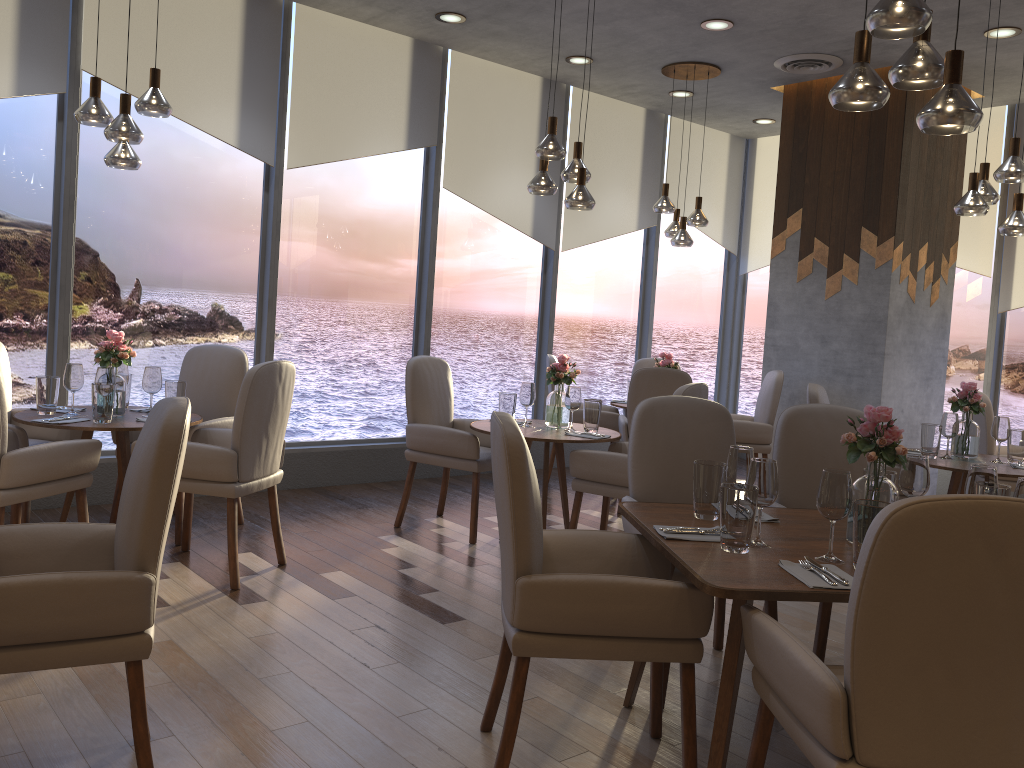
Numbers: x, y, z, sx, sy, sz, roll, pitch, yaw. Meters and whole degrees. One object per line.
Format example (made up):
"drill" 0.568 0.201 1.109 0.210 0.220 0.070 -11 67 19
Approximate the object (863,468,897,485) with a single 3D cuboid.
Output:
"object" 1.191 0.370 2.884 0.102 0.178 0.102 4 3 9

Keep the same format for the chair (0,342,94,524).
"chair" -2.485 0.272 4.390 0.600 0.999 0.529 4 3 12

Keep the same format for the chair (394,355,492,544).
"chair" -0.319 0.353 5.202 0.600 0.999 0.528 5 3 30

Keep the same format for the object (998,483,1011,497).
"object" 1.484 0.399 2.751 0.102 0.178 0.102 4 3 7

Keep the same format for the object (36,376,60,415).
"object" -2.188 0.054 4.172 0.102 0.178 0.102 3 3 -10

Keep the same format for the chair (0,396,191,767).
"chair" -1.138 0.526 2.196 0.599 0.999 0.529 2 3 -26

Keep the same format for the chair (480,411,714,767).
"chair" 0.208 0.592 2.489 0.599 0.999 0.529 4 3 -4

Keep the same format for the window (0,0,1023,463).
"window" 1.943 -0.844 5.115 16.123 3.194 8.073 4 4 5

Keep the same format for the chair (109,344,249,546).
"chair" -1.774 0.287 4.806 0.528 0.999 0.600 5 3 16

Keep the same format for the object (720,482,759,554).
"object" 0.616 0.367 2.423 0.102 0.178 0.102 4 3 1

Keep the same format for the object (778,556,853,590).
"object" 0.775 0.472 2.237 0.157 0.019 0.255 3 4 -6

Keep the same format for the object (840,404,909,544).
"object" 1.062 0.267 2.609 0.198 0.415 0.210 4 3 7

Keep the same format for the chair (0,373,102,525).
"chair" -2.124 0.348 3.699 0.528 0.999 0.600 5 3 16

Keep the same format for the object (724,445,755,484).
"object" 0.700 0.316 2.736 0.092 0.244 0.092 2 3 -27

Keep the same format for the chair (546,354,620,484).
"chair" 0.530 0.292 6.753 0.600 0.999 0.529 4 3 3

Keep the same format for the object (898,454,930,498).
"object" 1.268 0.348 2.804 0.092 0.244 0.092 4 3 12

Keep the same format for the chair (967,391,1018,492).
"chair" 3.178 0.550 5.640 0.600 0.999 0.529 4 3 10

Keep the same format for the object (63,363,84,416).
"object" -2.085 0.025 4.213 0.092 0.244 0.092 6 3 34

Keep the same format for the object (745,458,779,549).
"object" 0.700 0.334 2.494 0.092 0.244 0.092 3 3 -25

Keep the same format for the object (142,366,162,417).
"object" -1.759 0.038 4.327 0.092 0.244 0.092 6 4 44

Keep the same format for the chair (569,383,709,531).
"chair" 0.660 0.464 4.584 0.600 0.999 0.528 6 3 31

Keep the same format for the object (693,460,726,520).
"object" 0.623 0.338 2.816 0.102 0.178 0.102 4 3 9

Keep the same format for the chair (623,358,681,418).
"chair" 1.168 0.294 7.274 0.528 0.999 0.600 4 3 7

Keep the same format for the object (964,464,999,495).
"object" 1.411 0.368 2.671 0.092 0.244 0.092 5 3 16

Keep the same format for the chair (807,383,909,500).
"chair" 1.933 0.519 4.968 0.600 0.999 0.528 5 3 26

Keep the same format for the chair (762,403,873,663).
"chair" 1.240 0.600 3.292 0.528 0.999 0.601 4 3 -4

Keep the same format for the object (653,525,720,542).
"object" 0.549 0.431 2.580 0.255 0.019 0.158 3 4 -5

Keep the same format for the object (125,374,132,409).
"object" -2.005 0.038 4.544 0.102 0.178 0.102 7 4 44

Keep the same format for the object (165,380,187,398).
"object" -1.657 0.075 4.363 0.102 0.178 0.102 2 4 -35

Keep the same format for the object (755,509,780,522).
"object" 0.769 0.422 2.889 0.157 0.019 0.255 3 4 -7

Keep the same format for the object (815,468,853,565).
"object" 0.862 0.354 2.378 0.092 0.244 0.092 6 4 42

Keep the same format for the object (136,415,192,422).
"object" -1.666 0.166 4.200 0.255 0.019 0.157 5 5 19

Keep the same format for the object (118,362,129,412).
"object" -1.968 0.016 4.439 0.092 0.244 0.092 4 3 15

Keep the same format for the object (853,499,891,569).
"object" 0.934 0.397 2.299 0.102 0.178 0.102 4 3 10

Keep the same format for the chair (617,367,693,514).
"chair" 0.995 0.370 6.127 0.528 0.999 0.600 4 3 7

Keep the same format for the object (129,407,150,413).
"object" -1.844 0.129 4.545 0.157 0.019 0.255 5 5 18

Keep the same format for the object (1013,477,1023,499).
"object" 1.430 0.385 2.452 0.092 0.244 0.092 6 3 36

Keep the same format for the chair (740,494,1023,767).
"chair" 0.819 0.677 1.904 0.528 0.999 0.601 4 3 -4

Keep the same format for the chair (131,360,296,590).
"chair" -1.361 0.367 4.110 0.600 0.999 0.529 4 3 13

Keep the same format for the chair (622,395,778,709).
"chair" 0.678 0.567 3.232 0.528 0.999 0.601 3 3 -9

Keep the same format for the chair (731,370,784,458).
"chair" 1.684 0.375 6.652 0.600 0.999 0.529 4 3 4
